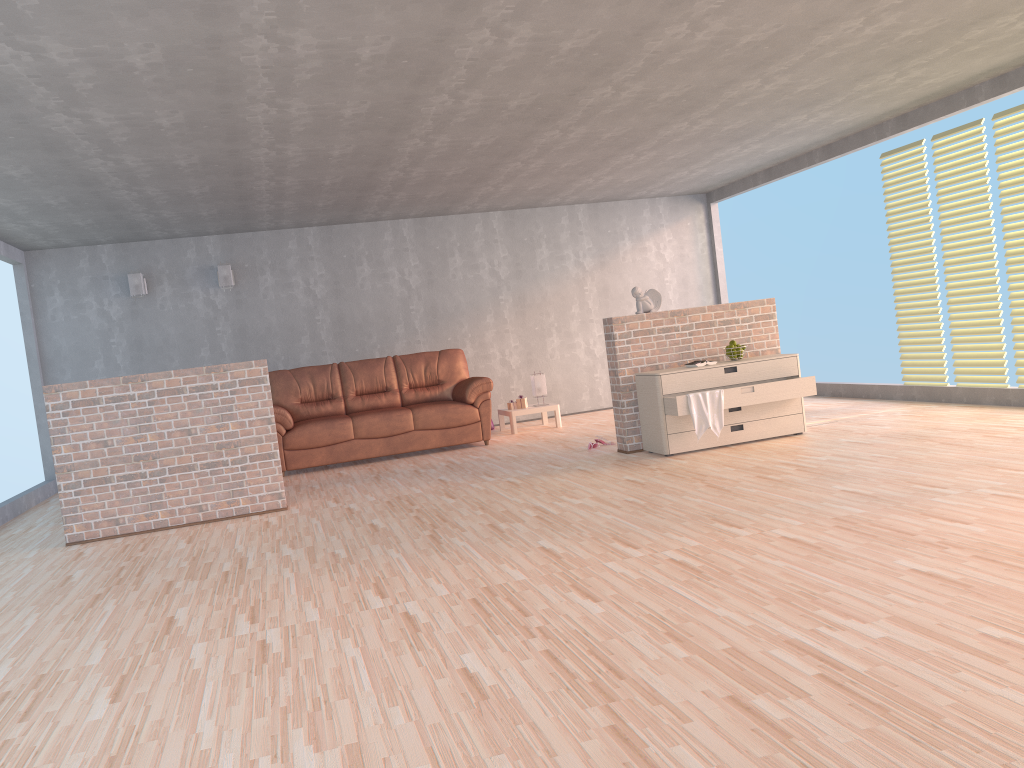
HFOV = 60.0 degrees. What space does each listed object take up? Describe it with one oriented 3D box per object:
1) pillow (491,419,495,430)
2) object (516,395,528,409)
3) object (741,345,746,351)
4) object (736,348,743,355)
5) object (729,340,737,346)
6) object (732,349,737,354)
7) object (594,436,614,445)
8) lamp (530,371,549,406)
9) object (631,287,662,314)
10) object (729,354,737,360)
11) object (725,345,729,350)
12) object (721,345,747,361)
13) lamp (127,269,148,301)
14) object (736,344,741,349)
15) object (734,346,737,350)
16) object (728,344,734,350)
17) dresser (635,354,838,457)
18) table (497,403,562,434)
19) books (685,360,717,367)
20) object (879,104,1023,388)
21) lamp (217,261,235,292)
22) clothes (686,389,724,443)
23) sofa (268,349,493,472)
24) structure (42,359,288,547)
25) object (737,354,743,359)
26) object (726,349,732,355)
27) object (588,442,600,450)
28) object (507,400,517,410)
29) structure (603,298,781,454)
[{"bbox_3d":[-0.395,0.380,9.974,0.327,0.326,0.241,-8,3,-21],"label":"pillow"},{"bbox_3d":[0.104,0.186,9.429,0.099,0.147,0.102,-6,3,14],"label":"object"},{"bbox_3d":[1.766,-0.274,6.777,0.047,0.047,0.046,-6,3,23],"label":"object"},{"bbox_3d":[1.731,-0.251,6.756,0.057,0.057,0.057,-6,3,18],"label":"object"},{"bbox_3d":[1.695,-0.309,6.804,0.054,0.056,0.054,-8,3,-15],"label":"object"},{"bbox_3d":[1.691,-0.244,6.747,0.038,0.040,0.039,-7,3,-7],"label":"object"},{"bbox_3d":[0.785,0.476,7.508,0.188,0.085,0.069,-6,3,24],"label":"object"},{"bbox_3d":[0.291,0.047,9.510,0.140,0.376,0.140,-8,3,-15],"label":"lamp"},{"bbox_3d":[1.046,-0.661,6.940,0.216,0.218,0.131,-8,3,-16],"label":"object"},{"bbox_3d":[1.691,-0.212,6.785,0.060,0.055,0.059,-5,3,30],"label":"object"},{"bbox_3d":[1.664,-0.270,6.817,0.049,0.053,0.054,-6,3,16],"label":"object"},{"bbox_3d":[1.712,-0.232,6.803,0.202,0.104,0.202,-8,3,-21],"label":"object"},{"bbox_3d":[-3.887,-1.025,9.187,0.165,0.319,0.168,-8,3,-15],"label":"lamp"},{"bbox_3d":[1.738,-0.284,6.810,0.043,0.043,0.039,-9,3,-29],"label":"object"},{"bbox_3d":[1.701,-0.272,6.776,0.039,0.038,0.039,-6,3,14],"label":"object"},{"bbox_3d":[1.669,-0.279,6.752,0.046,0.045,0.046,-8,3,-16],"label":"object"},{"bbox_3d":[1.857,0.117,6.698,1.686,0.612,0.605,-8,3,-15],"label":"dresser"},{"bbox_3d":[0.184,0.366,9.527,0.548,0.241,0.548,-8,3,-15],"label":"table"},{"bbox_3d":[1.420,-0.156,6.662,0.209,0.040,0.146,-8,3,-25],"label":"books"},{"bbox_3d":[3.997,-0.973,5.871,0.044,2.114,4.372,-8,3,-15],"label":"object"},{"bbox_3d":[-3.042,-1.141,9.418,0.165,0.319,0.177,-8,3,-15],"label":"lamp"},{"bbox_3d":[1.383,0.233,6.272,0.325,0.369,0.097,-8,3,-14],"label":"clothes"},{"bbox_3d":[-1.334,0.208,8.673,2.202,0.923,0.981,-8,3,-15],"label":"sofa"},{"bbox_3d":[-2.329,0.443,6.049,1.422,1.057,0.211,-8,3,-15],"label":"structure"},{"bbox_3d":[1.746,-0.214,6.795,0.046,0.048,0.048,-9,3,-26],"label":"object"},{"bbox_3d":[1.658,-0.245,6.775,0.046,0.044,0.046,-8,3,-19],"label":"object"},{"bbox_3d":[0.676,0.506,7.365,0.078,0.066,0.192,-6,3,21],"label":"object"},{"bbox_3d":[0.022,0.217,9.481,0.080,0.105,0.152,-4,4,44],"label":"object"},{"bbox_3d":[1.475,-0.080,7.071,1.422,1.057,0.211,-8,3,-15],"label":"structure"}]
